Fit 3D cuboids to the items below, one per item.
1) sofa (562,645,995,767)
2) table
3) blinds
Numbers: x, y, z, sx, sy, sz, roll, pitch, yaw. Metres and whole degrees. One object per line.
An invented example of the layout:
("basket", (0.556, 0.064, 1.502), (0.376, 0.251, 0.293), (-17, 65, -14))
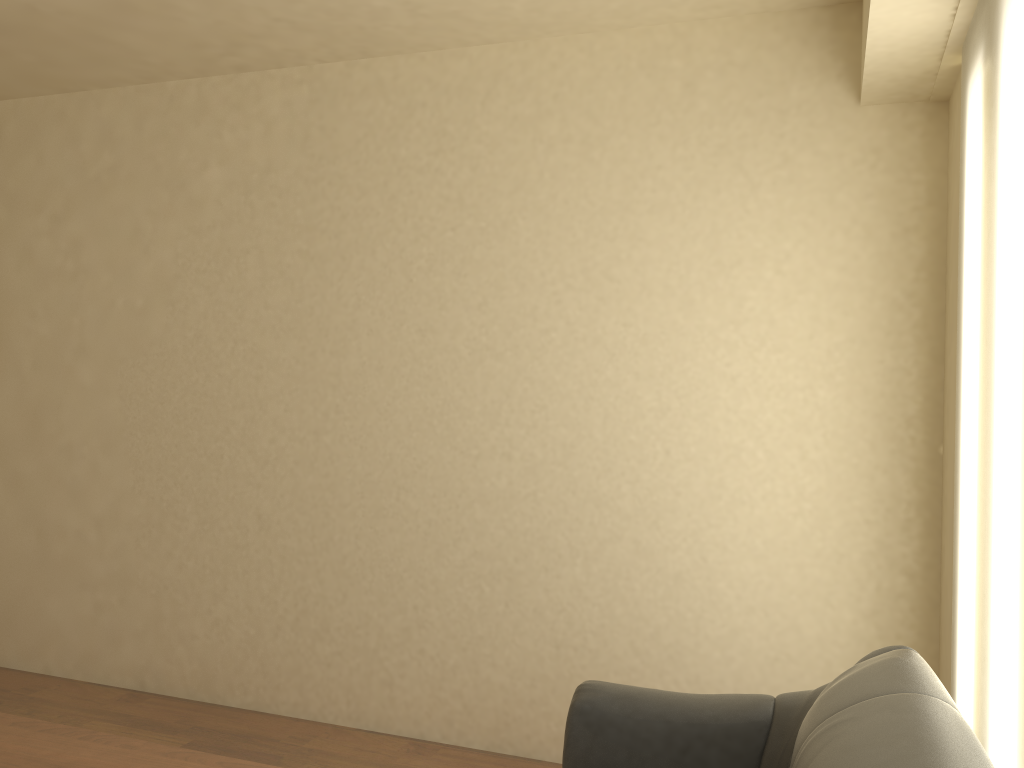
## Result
("sofa", (0.238, 0.975, 1.369), (0.944, 0.918, 2.337), (1, -2, 20))
("table", (-1.208, 1.166, 1.805), (1.045, 0.482, 1.213), (1, -2, 20))
("blinds", (0.888, 0.097, 1.394), (0.002, 2.453, 2.830), (1, -2, 20))
